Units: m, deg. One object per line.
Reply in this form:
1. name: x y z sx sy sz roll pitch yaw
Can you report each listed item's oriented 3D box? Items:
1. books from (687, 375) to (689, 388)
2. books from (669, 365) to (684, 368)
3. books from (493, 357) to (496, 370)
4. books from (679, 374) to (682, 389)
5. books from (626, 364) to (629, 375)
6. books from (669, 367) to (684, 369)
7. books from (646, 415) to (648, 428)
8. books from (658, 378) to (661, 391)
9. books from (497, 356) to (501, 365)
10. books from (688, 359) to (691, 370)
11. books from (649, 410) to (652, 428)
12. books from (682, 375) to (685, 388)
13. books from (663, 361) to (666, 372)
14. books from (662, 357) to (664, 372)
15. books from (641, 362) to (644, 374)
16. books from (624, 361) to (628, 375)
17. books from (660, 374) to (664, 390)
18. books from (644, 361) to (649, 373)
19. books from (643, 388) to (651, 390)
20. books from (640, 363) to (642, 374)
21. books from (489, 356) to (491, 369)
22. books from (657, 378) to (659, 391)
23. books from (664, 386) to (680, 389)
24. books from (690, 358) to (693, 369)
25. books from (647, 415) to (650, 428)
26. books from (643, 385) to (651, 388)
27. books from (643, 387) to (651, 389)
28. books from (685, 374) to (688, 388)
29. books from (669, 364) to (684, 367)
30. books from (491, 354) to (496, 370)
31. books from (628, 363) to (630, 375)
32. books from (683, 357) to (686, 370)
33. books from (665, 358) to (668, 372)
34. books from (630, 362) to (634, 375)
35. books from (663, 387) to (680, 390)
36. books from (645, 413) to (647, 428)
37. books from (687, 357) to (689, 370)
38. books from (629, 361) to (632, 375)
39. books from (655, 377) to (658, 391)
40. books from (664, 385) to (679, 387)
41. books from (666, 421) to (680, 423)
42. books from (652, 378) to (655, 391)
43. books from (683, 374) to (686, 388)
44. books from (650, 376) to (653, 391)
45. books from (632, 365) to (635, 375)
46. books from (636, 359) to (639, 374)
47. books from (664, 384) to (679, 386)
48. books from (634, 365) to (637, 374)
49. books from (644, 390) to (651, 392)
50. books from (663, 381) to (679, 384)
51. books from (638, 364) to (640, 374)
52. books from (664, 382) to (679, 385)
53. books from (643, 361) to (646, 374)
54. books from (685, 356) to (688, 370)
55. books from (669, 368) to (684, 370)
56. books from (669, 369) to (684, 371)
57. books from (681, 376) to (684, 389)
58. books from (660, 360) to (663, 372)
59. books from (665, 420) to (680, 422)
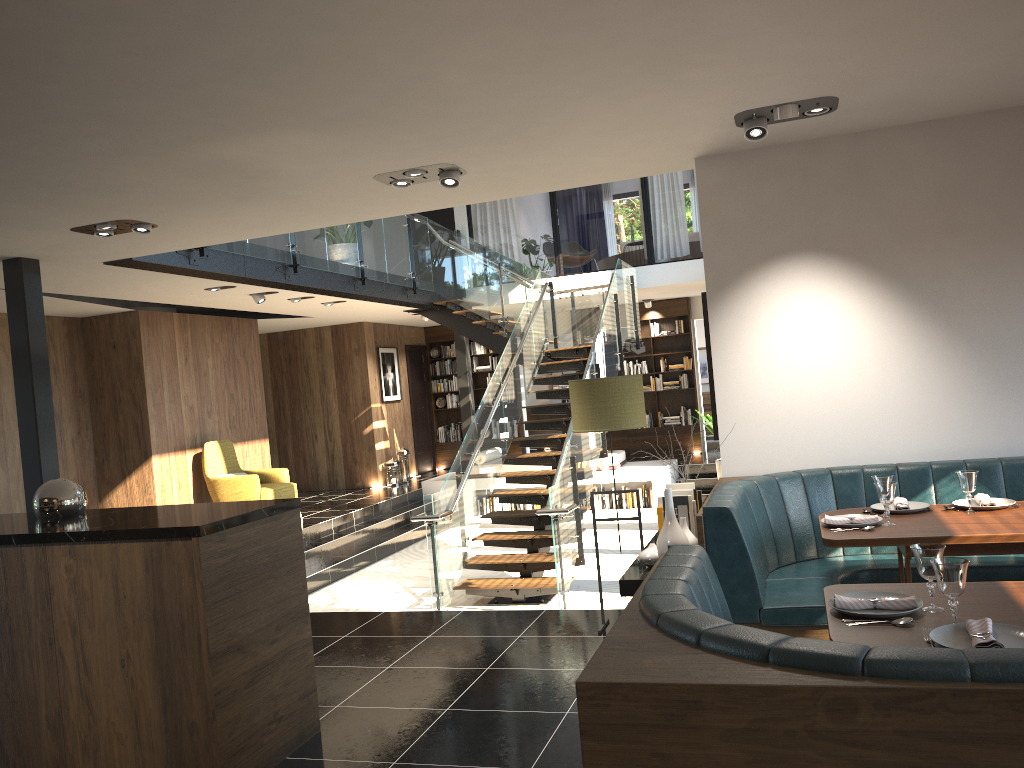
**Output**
1. books: 3.045 -0.043 15.334 0.012 0.224 0.097 -5 1 18
2. books: 2.861 -0.302 15.400 0.260 0.020 0.167 -5 0 15
3. books: -0.298 -0.381 16.380 0.025 0.235 0.231 -5 0 18
4. books: 2.922 -0.041 15.334 0.031 0.244 0.176 -5 0 18
5. books: 2.051 -0.258 15.635 0.026 0.201 0.146 -5 0 18
6. books: 2.863 -0.282 15.402 0.259 0.020 0.167 -5 0 16
7. books: 2.380 0.656 15.546 0.026 0.221 0.145 -5 0 18
8. books: 2.580 0.007 15.438 0.026 0.209 0.184 -5 0 18
9. books: -0.225 -0.396 16.359 0.035 0.251 0.196 -5 0 18
10. books: 3.065 -0.342 15.308 0.023 0.189 0.197 -5 0 18
11. books: 2.426 0.608 15.540 0.022 0.307 0.131 -5 1 18
12. books: 2.976 -0.047 15.337 0.023 0.246 0.147 -5 0 18
13. books: 2.662 -0.309 15.444 0.026 0.196 0.147 -5 0 18
14. books: 2.641 -0.340 15.467 0.023 0.261 0.146 -5 1 18
15. books: 2.301 -0.284 15.574 0.030 0.208 0.119 -5 0 18
16. books: 2.017 -0.283 15.623 0.028 0.258 0.208 -5 0 18
17. books: 2.608 -0.029 15.438 0.031 0.277 0.168 -5 0 18
18. books: 2.354 -0.295 15.538 0.046 0.219 0.145 -5 0 18
19. books: 2.307 0.100 15.550 0.275 0.025 0.156 -5 0 14
20. books: 2.269 -0.271 15.556 0.024 0.187 0.148 -5 0 18
21. books: -0.364 -0.390 16.416 0.023 0.264 0.218 -5 0 18
22. books: 2.559 0.007 15.464 0.029 0.214 0.149 -5 0 18
23. books: 2.778 0.057 15.402 0.274 0.022 0.156 -5 0 14
24. books: 3.101 -0.348 15.298 0.051 0.194 0.192 -5 0 18
25. books: 2.404 0.650 15.538 0.026 0.227 0.129 -5 0 18
26. books: 2.303 0.051 15.551 0.274 0.025 0.156 -5 0 21
27. books: 2.304 0.075 15.547 0.261 0.024 0.167 -5 0 14
28. books: 3.023 -0.052 15.324 0.022 0.247 0.132 -5 1 18
29. books: 2.863 -0.323 15.414 0.246 0.021 0.148 -5 0 17
30. books: -0.336 -0.403 16.389 0.049 0.286 0.259 -5 0 18
31. books: 2.072 -0.262 15.626 0.021 0.206 0.147 -5 0 18
32. books: 2.998 -0.351 15.350 0.026 0.219 0.156 -5 0 18
33. books: 2.694 -0.336 15.466 0.025 0.243 0.119 -5 1 18
34. books: 2.116 -0.279 15.585 0.028 0.231 0.167 -5 0 18
35. books: 2.776 0.081 15.391 0.288 0.026 0.175 -5 0 22
36. books: 2.347 0.644 15.535 0.028 0.250 0.161 -5 0 18
37. books: 3.050 -0.359 15.342 0.023 0.225 0.146 -5 0 18
38. books: 2.091 -0.283 15.605 0.030 0.244 0.142 -5 0 18
39. books: 2.537 0.000 15.483 0.025 0.232 0.156 -5 0 18
40. books: 2.779 0.035 15.411 0.247 0.022 0.148 -5 0 18
41. books: 2.799 0.659 15.424 0.250 0.026 0.148 -5 0 14
42. books: 2.489 0.005 15.504 0.037 0.232 0.231 -5 0 18
43. books: 2.993 -0.051 15.309 0.026 0.251 0.178 -5 0 18
44. books: 2.454 -0.007 15.503 0.026 0.263 0.156 -5 0 18
45. books: 2.148 -0.254 15.598 0.021 0.176 0.161 -5 0 18
46. books: 2.212 -0.304 15.569 0.032 0.265 0.149 -5 1 18
47. books: 2.773 0.013 15.400 0.268 0.022 0.156 -5 0 13
48. books: 2.181 -0.255 15.590 0.047 0.171 0.167 -5 0 18
49. books: 2.310 0.125 15.552 0.274 0.025 0.156 -5 0 14
50. books: 2.771 -0.029 15.404 0.272 0.022 0.156 -5 0 16
51. books: 2.242 -0.264 15.554 0.027 0.179 0.164 -5 0 18
52. books: 2.771 -0.008 15.398 0.260 0.021 0.167 -5 0 15
53. books: 2.320 -0.292 15.547 0.024 0.220 0.148 -5 0 18
54. books: 3.020 -0.364 15.333 0.028 0.240 0.187 -5 0 18
55. books: 2.867 -0.262 15.407 0.272 0.021 0.156 -5 0 16
56. books: 2.868 -0.241 15.406 0.266 0.021 0.156 -5 0 15
57. books: 2.953 -0.028 15.336 0.025 0.212 0.167 -5 0 18
58. books: 2.622 -0.317 15.477 0.024 0.219 0.174 -5 0 18
59. books: 2.793 0.635 15.411 0.263 0.024 0.167 -5 0 13
